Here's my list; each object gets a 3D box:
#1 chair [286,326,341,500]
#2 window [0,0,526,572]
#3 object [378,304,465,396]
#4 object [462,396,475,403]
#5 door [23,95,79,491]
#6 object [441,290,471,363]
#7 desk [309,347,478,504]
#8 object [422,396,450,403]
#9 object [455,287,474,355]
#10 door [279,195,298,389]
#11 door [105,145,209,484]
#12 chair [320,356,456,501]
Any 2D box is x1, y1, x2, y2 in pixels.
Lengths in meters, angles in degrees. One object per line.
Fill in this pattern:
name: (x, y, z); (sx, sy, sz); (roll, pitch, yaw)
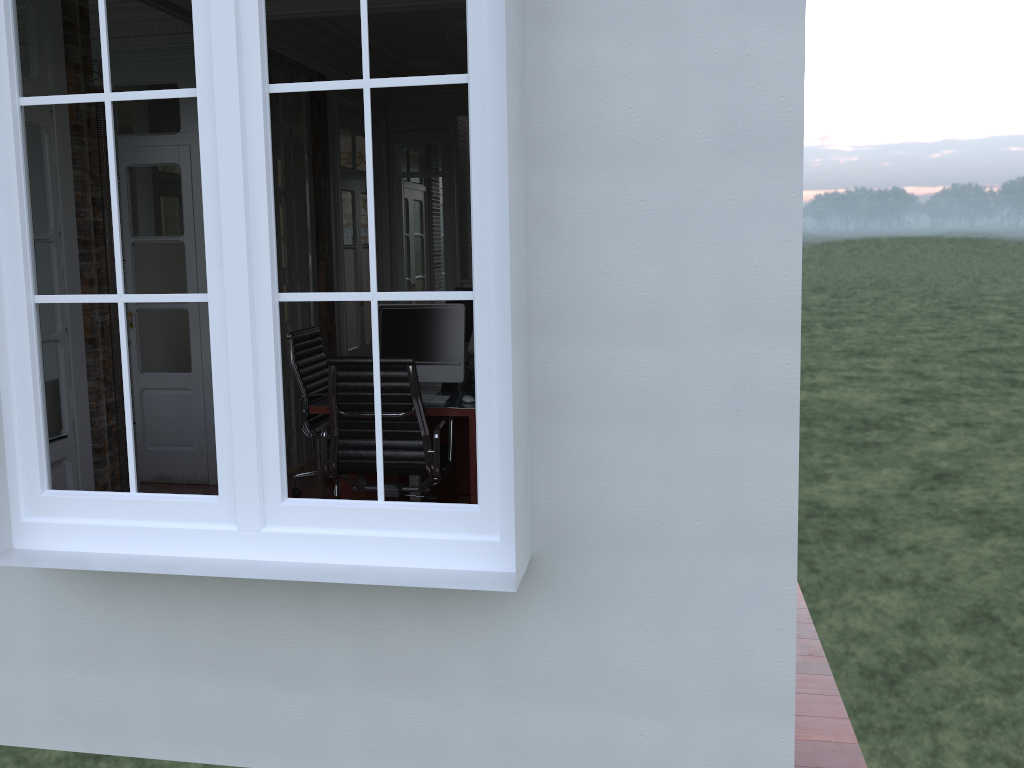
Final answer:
chair: (-1.015, 0.173, 5.474); (0.699, 1.017, 0.670); (-1, 7, 5)
window: (-0.727, -0.506, 2.392); (1.527, 1.973, 0.128); (0, 6, 10)
object: (-0.485, -0.189, 4.766); (0.483, 0.482, 0.191); (0, 7, 10)
object: (-0.223, 0.075, 4.512); (0.059, 0.028, 0.107); (-4, 10, -21)
door: (-2.070, -0.059, 3.415); (0.041, 2.169, 1.167); (0, 7, 10)
object: (-0.393, -0.374, 5.900); (0.189, 0.482, 0.487); (0, 8, 10)
desk: (-0.164, 0.274, 5.633); (1.300, 0.723, 2.525); (0, 9, 10)
object: (-0.544, 0.077, 4.577); (0.439, 0.017, 0.119); (1, 9, 10)
object: (-0.205, -0.454, 6.373); (0.484, 0.482, 0.190); (4, 8, 35)
door: (-2.477, -0.966, 9.398); (0.041, 2.073, 1.083); (0, 7, 10)
door: (-2.499, -0.431, 5.765); (1.057, 2.167, 0.041); (0, 6, 10)
chair: (-0.625, 0.332, 4.437); (0.665, 1.017, 0.703); (1, 7, 14)
